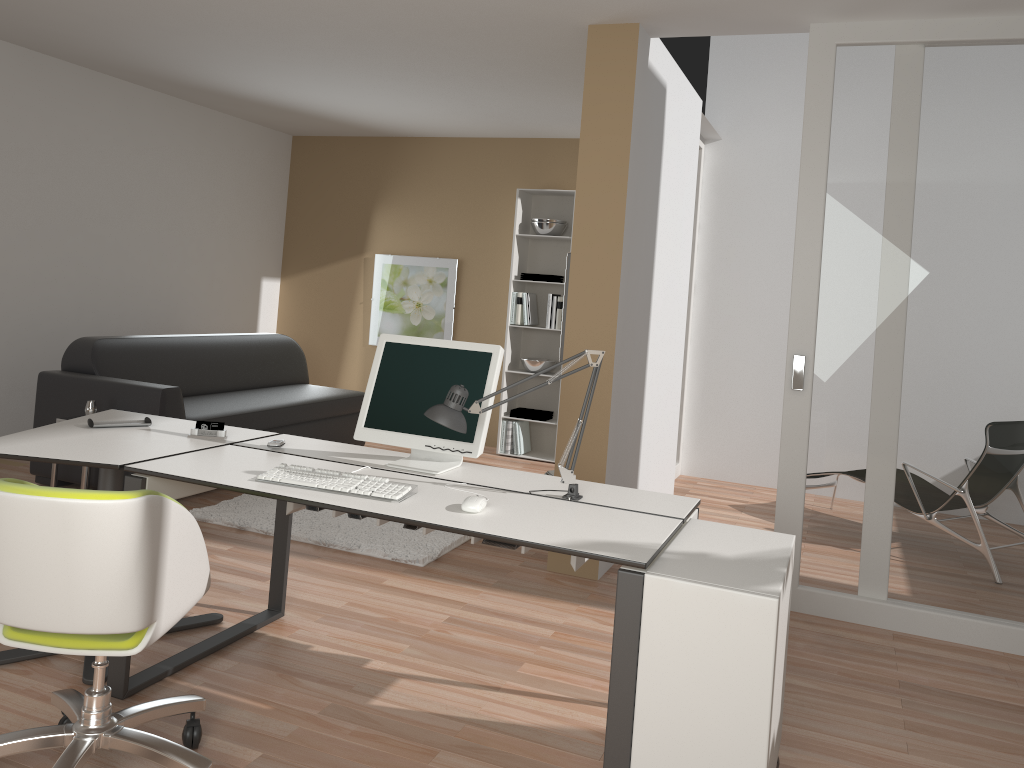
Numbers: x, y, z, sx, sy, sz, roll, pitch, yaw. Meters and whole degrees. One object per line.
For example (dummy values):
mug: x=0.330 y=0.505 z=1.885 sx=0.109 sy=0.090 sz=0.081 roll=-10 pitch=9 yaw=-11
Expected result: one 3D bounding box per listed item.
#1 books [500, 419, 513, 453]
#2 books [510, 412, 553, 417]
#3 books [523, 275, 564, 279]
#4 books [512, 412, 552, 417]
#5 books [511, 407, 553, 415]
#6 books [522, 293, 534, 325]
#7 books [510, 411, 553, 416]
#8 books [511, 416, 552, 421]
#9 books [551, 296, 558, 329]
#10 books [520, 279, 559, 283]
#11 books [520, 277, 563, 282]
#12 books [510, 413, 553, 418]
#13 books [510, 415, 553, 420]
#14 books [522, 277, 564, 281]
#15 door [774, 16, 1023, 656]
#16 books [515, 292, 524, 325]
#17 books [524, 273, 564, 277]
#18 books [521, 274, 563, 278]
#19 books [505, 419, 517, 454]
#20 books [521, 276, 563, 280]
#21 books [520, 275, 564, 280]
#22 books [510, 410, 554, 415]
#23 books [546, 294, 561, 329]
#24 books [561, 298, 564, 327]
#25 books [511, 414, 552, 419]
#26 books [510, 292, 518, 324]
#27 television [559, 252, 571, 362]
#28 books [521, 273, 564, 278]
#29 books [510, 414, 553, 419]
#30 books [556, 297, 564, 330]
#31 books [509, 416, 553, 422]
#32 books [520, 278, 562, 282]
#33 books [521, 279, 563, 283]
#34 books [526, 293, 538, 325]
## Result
books: x=-0.033 y=0.415 z=7.154 sx=0.040 sy=0.259 sz=0.207 roll=4 pitch=1 yaw=21
books: x=0.158 y=0.238 z=7.109 sx=0.298 sy=0.006 sz=0.210 roll=7 pitch=6 yaw=22
books: x=0.246 y=-0.869 z=7.136 sx=0.298 sy=0.008 sz=0.210 roll=7 pitch=6 yaw=21
books: x=0.161 y=0.233 z=7.113 sx=0.298 sy=0.008 sz=0.210 roll=7 pitch=6 yaw=21
books: x=0.164 y=0.217 z=7.109 sx=0.298 sy=0.006 sz=0.210 roll=7 pitch=6 yaw=21
books: x=0.135 y=-0.608 z=7.142 sx=0.060 sy=0.260 sz=0.207 roll=4 pitch=1 yaw=21
books: x=0.161 y=0.228 z=7.113 sx=0.298 sy=0.008 sz=0.210 roll=7 pitch=6 yaw=21
books: x=0.157 y=0.266 z=7.109 sx=0.298 sy=0.006 sz=0.210 roll=7 pitch=6 yaw=21
books: x=0.369 y=-0.571 z=7.057 sx=0.040 sy=0.259 sz=0.207 roll=4 pitch=1 yaw=21
books: x=0.240 y=-0.830 z=7.131 sx=0.298 sy=0.007 sz=0.210 roll=7 pitch=6 yaw=21
books: x=0.241 y=-0.847 z=7.133 sx=0.298 sy=0.007 sz=0.210 roll=7 pitch=6 yaw=19
books: x=0.160 y=0.244 z=7.109 sx=0.298 sy=0.006 sz=0.210 roll=7 pitch=6 yaw=21
books: x=0.157 y=0.261 z=7.109 sx=0.298 sy=0.006 sz=0.210 roll=7 pitch=6 yaw=21
books: x=0.245 y=-0.852 z=7.132 sx=0.298 sy=0.006 sz=0.210 roll=7 pitch=6 yaw=21
door: x=1.805 y=-0.260 z=3.753 sx=1.191 sy=2.652 sz=0.060 roll=4 pitch=-1 yaw=21
books: x=0.089 y=-0.613 z=7.158 sx=0.040 sy=0.259 sz=0.207 roll=4 pitch=1 yaw=21
books: x=0.250 y=-0.885 z=7.132 sx=0.298 sy=0.006 sz=0.210 roll=7 pitch=6 yaw=21
books: x=0.247 y=-0.874 z=7.136 sx=0.298 sy=0.008 sz=0.210 roll=7 pitch=6 yaw=21
books: x=0.009 y=0.420 z=7.132 sx=0.040 sy=0.259 sz=0.207 roll=4 pitch=1 yaw=21
books: x=0.245 y=-0.858 z=7.132 sx=0.298 sy=0.006 sz=0.210 roll=7 pitch=6 yaw=21
books: x=0.244 y=-0.864 z=7.132 sx=0.298 sy=0.006 sz=0.210 roll=7 pitch=6 yaw=22
books: x=0.163 y=0.223 z=7.108 sx=0.298 sy=0.007 sz=0.210 roll=7 pitch=6 yaw=21
books: x=0.331 y=-0.584 z=7.072 sx=0.040 sy=0.276 sz=0.207 roll=4 pitch=1 yaw=21
books: x=0.447 y=-0.559 z=7.028 sx=0.040 sy=0.252 sz=0.207 roll=4 pitch=1 yaw=21
books: x=0.159 y=0.250 z=7.109 sx=0.298 sy=0.006 sz=0.210 roll=7 pitch=6 yaw=21
books: x=0.047 y=-0.619 z=7.180 sx=0.040 sy=0.259 sz=0.207 roll=4 pitch=1 yaw=21
television: x=0.501 y=-0.436 z=5.107 sx=0.054 sy=0.578 sz=1.175 roll=4 pitch=4 yaw=21
books: x=0.248 y=-0.879 z=7.131 sx=0.298 sy=0.007 sz=0.210 roll=7 pitch=6 yaw=21
books: x=0.156 y=0.255 z=7.110 sx=0.298 sy=0.007 sz=0.210 roll=7 pitch=6 yaw=19
books: x=0.406 y=-0.566 z=7.037 sx=0.040 sy=0.259 sz=0.207 roll=4 pitch=1 yaw=21
books: x=0.155 y=0.272 z=7.108 sx=0.298 sy=0.007 sz=0.210 roll=7 pitch=6 yaw=21
books: x=0.243 y=-0.841 z=7.132 sx=0.298 sy=0.006 sz=0.210 roll=7 pitch=6 yaw=21
books: x=0.242 y=-0.836 z=7.132 sx=0.298 sy=0.006 sz=0.210 roll=7 pitch=6 yaw=21
books: x=0.161 y=-0.606 z=7.144 sx=0.058 sy=0.258 sz=0.207 roll=4 pitch=1 yaw=21
